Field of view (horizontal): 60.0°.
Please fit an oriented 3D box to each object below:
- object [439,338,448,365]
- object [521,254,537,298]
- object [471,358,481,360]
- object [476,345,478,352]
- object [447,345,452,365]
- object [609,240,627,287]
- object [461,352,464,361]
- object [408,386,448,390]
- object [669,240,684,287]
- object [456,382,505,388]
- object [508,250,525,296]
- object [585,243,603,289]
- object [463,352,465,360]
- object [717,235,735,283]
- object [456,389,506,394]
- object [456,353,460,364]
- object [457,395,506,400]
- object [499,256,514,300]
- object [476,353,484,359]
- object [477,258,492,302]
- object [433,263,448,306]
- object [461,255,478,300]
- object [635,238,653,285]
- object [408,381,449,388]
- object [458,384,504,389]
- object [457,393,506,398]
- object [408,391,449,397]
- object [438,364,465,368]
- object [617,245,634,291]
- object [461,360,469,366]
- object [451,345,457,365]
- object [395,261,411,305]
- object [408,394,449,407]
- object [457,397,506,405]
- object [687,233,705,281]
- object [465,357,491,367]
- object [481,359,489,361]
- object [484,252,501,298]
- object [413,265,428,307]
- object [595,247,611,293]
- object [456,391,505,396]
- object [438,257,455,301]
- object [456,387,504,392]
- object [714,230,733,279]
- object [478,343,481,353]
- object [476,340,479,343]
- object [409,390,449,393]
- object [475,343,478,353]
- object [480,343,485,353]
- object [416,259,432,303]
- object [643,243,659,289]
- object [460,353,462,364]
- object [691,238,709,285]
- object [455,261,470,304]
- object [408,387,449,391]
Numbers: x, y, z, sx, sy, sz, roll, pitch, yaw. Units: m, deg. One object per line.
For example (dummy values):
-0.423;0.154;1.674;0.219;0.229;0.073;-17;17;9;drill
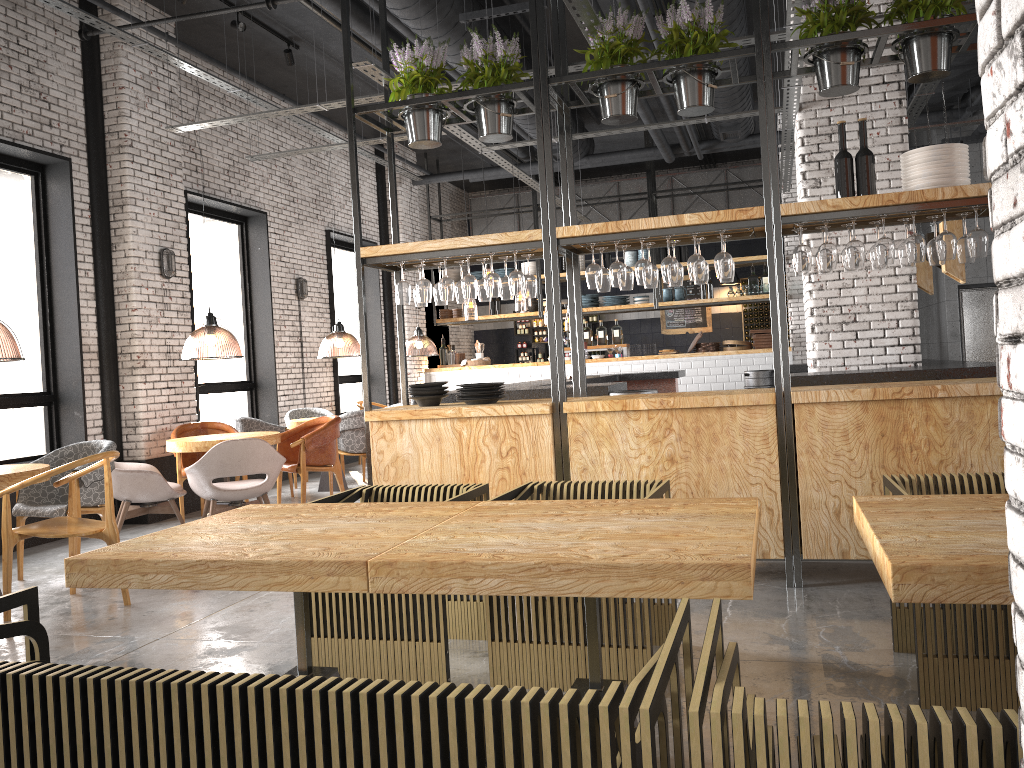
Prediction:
-1.147;-0.561;14.913;0.106;0.554;0.157;-3;0;16;object
0.106;-0.670;5.525;0.101;0.267;0.101;-3;0;-43;object
-0.588;-0.385;14.612;0.160;0.078;0.161;-3;1;-5;object
-0.565;-0.480;14.831;0.071;0.328;0.052;-3;0;-28;object
-1.039;-0.473;14.897;0.070;0.368;0.107;-3;0;16;object
0.604;-0.690;5.079;0.101;0.267;0.101;-3;0;31;object
-0.847;-0.412;15.013;0.056;0.249;0.056;-3;0;-21;object
-0.523;0.053;5.569;0.257;0.072;0.257;-3;1;16;object
0.967;-0.715;5.270;0.101;0.267;0.101;-3;0;31;object
-0.192;0.015;5.452;0.306;0.039;0.306;-3;1;-1;object
0.025;-0.660;5.250;0.101;0.267;0.101;-3;0;-43;object
0.471;-0.683;5.118;0.101;0.267;0.101;-3;0;31;object
-0.822;-0.415;15.097;0.056;0.249;0.056;-3;0;-21;object
1.249;-0.730;5.187;0.101;0.267;0.101;-3;0;31;object
-0.191;0.056;5.451;0.306;0.042;0.305;-4;1;-26;object
-0.896;-0.406;14.847;0.056;0.249;0.056;-3;0;-21;object
-0.189;0.094;5.450;0.305;0.041;0.306;-3;1;34;object
-0.036;-0.662;5.567;0.101;0.267;0.101;-3;0;-20;object
-0.536;-0.415;14.833;0.129;0.204;0.129;-4;0;-38;object
-0.177;-0.655;5.608;0.101;0.267;0.101;-3;0;-20;object
-0.459;-0.640;5.692;0.101;0.267;0.101;-3;0;-20;object
-0.258;-0.645;5.334;0.101;0.267;0.101;-3;0;-20;object
0.745;-0.698;5.038;0.101;0.267;0.101;-3;0;31;object
-0.524;0.028;5.568;0.257;0.076;0.257;-4;1;-36;object
-0.192;0.030;5.452;0.305;0.048;0.306;-2;1;42;object
-0.190;0.079;5.451;0.306;0.044;0.306;-3;1;17;object
-0.523;0.083;5.569;0.257;0.075;0.257;-3;1;16;object
-0.991;-0.301;14.993;0.411;0.050;0.411;-3;1;16;object
0.684;-0.700;5.354;0.101;0.267;0.101;-3;0;31;object
-0.707;-0.354;14.704;0.283;0.111;0.187;-4;1;-37;object
-0.976;-0.477;14.879;0.070;0.368;0.107;-3;0;16;object
-0.672;-0.623;5.456;0.101;0.267;0.101;-3;0;-20;object
-0.521;0.106;5.569;0.257;0.067;0.257;-3;1;9;object
-0.188;0.105;5.451;0.306;0.035;0.306;-4;1;-36;object
1.027;-0.712;4.954;0.101;0.267;0.101;-3;0;31;object
-0.570;-0.361;14.716;0.436;0.157;0.419;-4;1;-11;object
-0.452;-0.376;14.701;0.161;0.075;0.160;-4;1;-20;object
-0.116;-0.652;5.292;0.101;0.267;0.101;-3;0;-20;object
-0.591;-0.633;5.731;0.101;0.267;0.101;-3;0;-20;object
0.552;-0.693;5.393;0.101;0.267;0.101;-3;0;31;object
-0.192;0.071;5.452;0.306;0.046;0.305;-4;1;-26;object
-0.399;-0.638;5.375;0.101;0.267;0.101;-3;0;-20;object
-0.192;0.041;5.451;0.306;0.037;0.306;-3;1;18;object
1.168;-0.720;4.912;0.101;0.267;0.101;-3;0;31;object
-0.543;-0.508;14.782;0.033;0.370;0.137;-3;0;-17;object
-0.568;-0.597;14.890;0.017;0.289;0.090;-3;0;-37;object
-0.522;0.076;5.569;0.257;0.075;0.257;-2;1;42;object
-0.578;-0.512;14.863;0.087;0.356;0.026;-3;0;39;object
-0.510;-0.506;14.822;0.123;0.358;0.076;-3;0;32;object
-0.540;-0.630;5.417;0.101;0.267;0.101;-3;0;-20;object
0.826;-0.708;5.312;0.101;0.267;0.101;-3;0;31;object
-0.872;-0.409;14.930;0.056;0.249;0.056;-3;0;-21;object
1.108;-0.722;5.229;0.101;0.267;0.101;-3;0;31;object
-0.318;-0.648;5.650;0.101;0.267;0.101;-3;0;-20;object
-0.523;0.058;5.568;0.257;0.072;0.257;-4;1;-11;object
